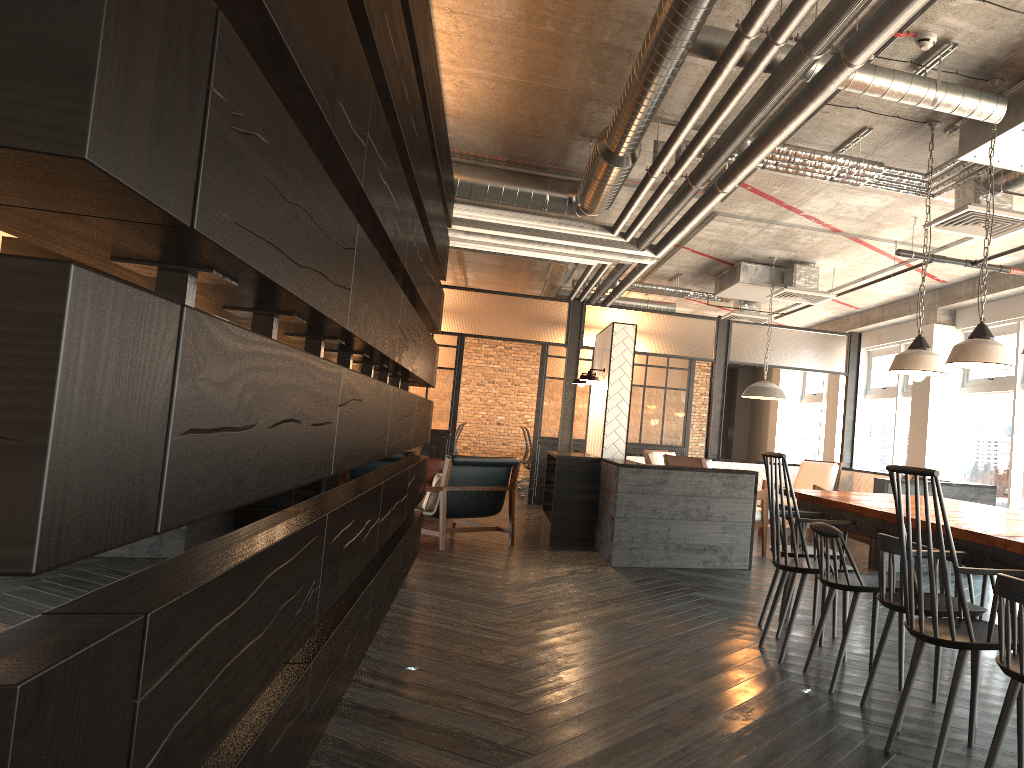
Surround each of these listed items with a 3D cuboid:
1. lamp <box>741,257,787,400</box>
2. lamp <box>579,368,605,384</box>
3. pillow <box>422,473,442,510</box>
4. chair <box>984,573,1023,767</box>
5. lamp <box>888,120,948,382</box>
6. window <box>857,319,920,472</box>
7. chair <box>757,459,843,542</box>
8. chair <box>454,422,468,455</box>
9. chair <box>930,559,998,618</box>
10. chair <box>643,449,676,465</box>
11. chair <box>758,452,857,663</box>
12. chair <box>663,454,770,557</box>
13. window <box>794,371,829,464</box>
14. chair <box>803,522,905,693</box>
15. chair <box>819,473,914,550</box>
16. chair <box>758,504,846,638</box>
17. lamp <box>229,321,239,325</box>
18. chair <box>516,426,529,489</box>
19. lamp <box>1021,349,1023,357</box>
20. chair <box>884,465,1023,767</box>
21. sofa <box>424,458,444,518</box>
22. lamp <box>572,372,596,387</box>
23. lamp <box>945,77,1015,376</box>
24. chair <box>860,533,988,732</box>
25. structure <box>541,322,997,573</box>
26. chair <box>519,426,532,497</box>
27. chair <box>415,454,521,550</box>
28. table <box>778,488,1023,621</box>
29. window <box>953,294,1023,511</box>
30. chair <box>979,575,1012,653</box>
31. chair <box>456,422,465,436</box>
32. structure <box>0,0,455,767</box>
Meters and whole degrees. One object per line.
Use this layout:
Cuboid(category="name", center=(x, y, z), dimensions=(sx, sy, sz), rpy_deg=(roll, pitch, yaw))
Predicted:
Cuboid(category="lamp", center=(2.808, -0.614, 9.075), dimensions=(0.528, 1.546, 0.490), rpy_deg=(5, -3, -2))
Cuboid(category="lamp", center=(0.772, -0.081, 8.105), dimensions=(0.264, 0.171, 0.165), rpy_deg=(7, -4, -43))
Cuboid(category="pillow", center=(-0.429, 0.958, 7.365), dimensions=(0.786, 0.334, 0.216), rpy_deg=(7, -4, -44))
Cuboid(category="chair", center=(1.657, 0.952, 2.484), dimensions=(0.483, 0.738, 0.347), rpy_deg=(6, -3, -12))
Cuboid(category="lamp", center=(2.515, -0.878, 5.049), dimensions=(0.357, 1.738, 0.375), rpy_deg=(5, -3, 9))
Cuboid(category="window", center=(5.461, 0.601, 11.771), dimensions=(0.261, 2.877, 2.340), rpy_deg=(5, -3, -2))
Cuboid(category="chair", center=(3.467, 1.356, 9.902), dimensions=(0.615, 0.907, 1.083), rpy_deg=(2, -4, 41))
Cuboid(category="chair", center=(-1.153, 1.141, 13.857), dimensions=(0.757, 1.064, 0.642), rpy_deg=(5, -3, -10))
Cuboid(category="chair", center=(2.894, 1.182, 5.280), dimensions=(0.503, 0.726, 0.346), rpy_deg=(5, -3, -12))
Cuboid(category="chair", center=(1.970, 1.223, 9.355), dimensions=(0.829, 0.907, 0.809), rpy_deg=(3, -4, 29))
Cuboid(category="chair", center=(1.542, 0.886, 4.339), dimensions=(0.531, 1.033, 0.425), rpy_deg=(6, -3, -11))
Cuboid(category="chair", center=(1.915, 1.147, 7.874), dimensions=(1.090, 0.907, 0.610), rpy_deg=(7, -4, -40))
Cuboid(category="window", center=(5.385, 0.724, 14.411), dimensions=(0.261, 2.877, 2.340), rpy_deg=(5, -3, -2))
Cuboid(category="chair", center=(1.627, 1.025, 3.903), dimensions=(0.503, 0.726, 0.346), rpy_deg=(5, -3, -12))
Cuboid(category="chair", center=(3.535, 1.285, 8.341), dimensions=(0.847, 0.907, 0.795), rpy_deg=(3, -3, 24))
Cuboid(category="chair", center=(1.705, 1.071, 4.866), dimensions=(0.483, 0.738, 0.347), rpy_deg=(6, -3, -12))
Cuboid(category="lamp", center=(-3.716, -1.352, 11.384), dimensions=(0.377, 1.504, 0.512), rpy_deg=(2, -5, 43))
Cuboid(category="chair", center=(0.441, 1.275, 14.295), dimensions=(0.757, 1.064, 0.642), rpy_deg=(5, -3, -10))
Cuboid(category="lamp", center=(2.552, -0.937, 3.791), dimensions=(0.372, 1.738, 0.359), rpy_deg=(5, -3, 1))
Cuboid(category="chair", center=(1.582, 0.820, 2.939), dimensions=(0.531, 1.033, 0.425), rpy_deg=(6, -3, -11))
Cuboid(category="sofa", center=(-1.585, 1.093, 9.088), dimensions=(1.762, 0.638, 0.616), rpy_deg=(5, -3, -15))
Cuboid(category="lamp", center=(0.752, -0.049, 8.779), dimensions=(0.264, 0.171, 0.165), rpy_deg=(7, -4, -43))
Cuboid(category="lamp", center=(2.533, -0.907, 4.420), dimensions=(0.357, 1.738, 0.375), rpy_deg=(5, -3, 9))
Cuboid(category="chair", center=(1.722, 1.004, 3.460), dimensions=(0.483, 0.738, 0.347), rpy_deg=(6, -3, -12))
Cuboid(category="structure", center=(2.479, 0.633, 8.950), dimensions=(4.300, 2.116, 3.432), rpy_deg=(5, -3, -11))
Cuboid(category="chair", center=(0.485, 1.205, 12.781), dimensions=(0.757, 1.064, 0.642), rpy_deg=(5, -3, -10))
Cuboid(category="chair", center=(-0.553, 1.009, 7.485), dimensions=(0.865, 0.796, 0.869), rpy_deg=(1, -4, 45))
Cuboid(category="table", center=(2.348, 1.039, 3.815), dimensions=(1.270, 0.792, 3.520), rpy_deg=(5, -3, -3))
Cuboid(category="window", center=(5.537, 0.478, 9.131), dimensions=(0.261, 2.877, 2.340), rpy_deg=(5, -3, -2))
Cuboid(category="chair", center=(2.981, 1.163, 4.881), dimensions=(0.483, 0.738, 0.347), rpy_deg=(6, -3, -12))
Cuboid(category="chair", center=(-1.108, 1.068, 12.296), dimensions=(0.757, 1.064, 0.642), rpy_deg=(5, -3, -10))
Cuboid(category="structure", center=(-3.634, -0.440, 2.376), dimensions=(6.629, 2.744, 5.078), rpy_deg=(5, -3, -11))
